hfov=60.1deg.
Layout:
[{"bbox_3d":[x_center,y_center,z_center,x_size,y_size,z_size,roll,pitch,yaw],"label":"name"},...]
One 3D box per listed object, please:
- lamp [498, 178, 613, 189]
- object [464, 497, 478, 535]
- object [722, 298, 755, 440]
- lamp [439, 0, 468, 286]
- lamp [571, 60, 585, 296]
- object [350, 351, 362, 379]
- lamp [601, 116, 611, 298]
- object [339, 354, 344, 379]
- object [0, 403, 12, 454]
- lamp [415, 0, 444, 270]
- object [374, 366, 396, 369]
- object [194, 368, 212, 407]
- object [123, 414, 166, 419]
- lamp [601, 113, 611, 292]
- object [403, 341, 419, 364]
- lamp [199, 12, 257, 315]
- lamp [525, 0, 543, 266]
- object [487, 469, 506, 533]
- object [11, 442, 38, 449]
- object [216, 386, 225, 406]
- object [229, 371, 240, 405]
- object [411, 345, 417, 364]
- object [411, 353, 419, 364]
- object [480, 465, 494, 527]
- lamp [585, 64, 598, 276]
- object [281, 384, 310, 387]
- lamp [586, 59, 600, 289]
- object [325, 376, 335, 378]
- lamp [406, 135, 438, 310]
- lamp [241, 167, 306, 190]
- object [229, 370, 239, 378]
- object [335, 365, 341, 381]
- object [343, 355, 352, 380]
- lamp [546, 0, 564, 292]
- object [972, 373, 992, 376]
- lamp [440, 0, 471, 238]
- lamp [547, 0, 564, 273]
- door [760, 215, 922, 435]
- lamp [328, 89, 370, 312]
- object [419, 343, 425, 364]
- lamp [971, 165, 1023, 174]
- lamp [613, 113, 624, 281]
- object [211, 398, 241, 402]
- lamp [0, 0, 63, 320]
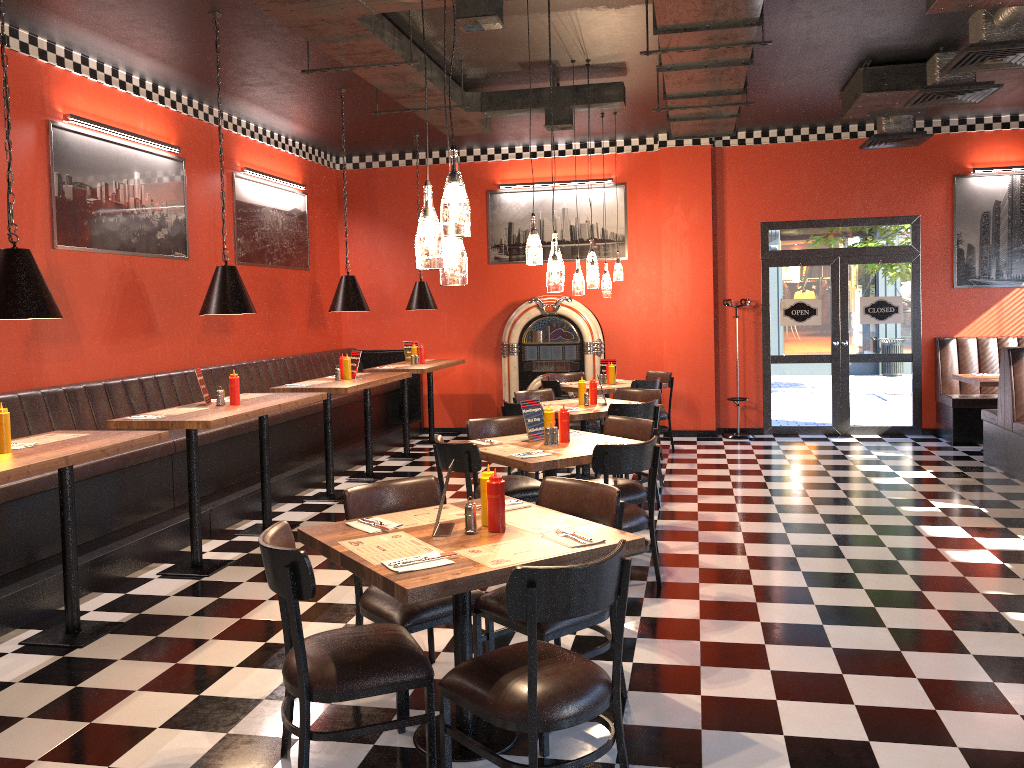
[{"bbox_3d":[0.541,-2.509,11.104,1.444,0.056,0.081,0,4,12],"label":"lamp"},{"bbox_3d":[-0.157,0.493,3.354,0.047,0.136,0.094,-1,3,2],"label":"object"},{"bbox_3d":[2.689,-0.187,10.568,0.374,1.655,0.375,0,3,34],"label":"object"},{"bbox_3d":[-0.245,-1.351,3.306,0.108,1.962,0.108,-3,3,-32],"label":"lamp"},{"bbox_3d":[0.536,-1.723,7.420,0.108,1.962,0.108,-1,3,23],"label":"lamp"},{"bbox_3d":[-1.477,-0.179,8.266,0.072,0.256,0.188,-3,4,-37],"label":"object"},{"bbox_3d":[1.002,-1.921,9.590,0.108,1.962,0.108,-2,2,-7],"label":"lamp"},{"bbox_3d":[-1.572,-0.165,8.234,0.068,0.237,0.068,-1,3,6],"label":"object"},{"bbox_3d":[-2.391,0.206,4.155,0.068,0.237,0.068,-2,3,-13],"label":"object"},{"bbox_3d":[-0.326,-1.399,3.210,0.108,1.962,0.108,-2,2,-1],"label":"lamp"},{"bbox_3d":[-1.364,-0.181,9.648,0.255,0.019,0.158,-1,5,9],"label":"object"},{"bbox_3d":[-2.145,0.019,6.152,0.072,0.256,0.188,-2,3,-9],"label":"object"},{"bbox_3d":[-2.243,0.200,5.465,0.255,0.019,0.158,-1,5,9],"label":"object"},{"bbox_3d":[0.989,-1.969,9.465,0.108,1.962,0.108,-3,3,-36],"label":"lamp"},{"bbox_3d":[-1.179,-0.373,10.442,0.188,0.256,0.072,-3,3,-28],"label":"object"},{"bbox_3d":[-1.983,-1.499,6.063,0.382,2.040,0.382,-3,3,-37],"label":"lamp"},{"bbox_3d":[0.114,-1.716,5.461,0.108,1.962,0.108,-2,2,-16],"label":"lamp"},{"bbox_3d":[-0.061,0.439,3.356,0.068,0.237,0.068,-3,3,-35],"label":"object"},{"bbox_3d":[-2.446,0.301,4.352,0.255,0.019,0.158,-1,5,9],"label":"object"},{"bbox_3d":[-2.008,0.081,6.102,0.047,0.136,0.094,-1,3,2],"label":"object"},{"bbox_3d":[-1.913,0.027,6.105,0.068,0.237,0.068,0,3,32],"label":"object"},{"bbox_3d":[-1.141,-0.357,10.349,0.068,0.237,0.068,-1,3,5],"label":"object"},{"bbox_3d":[-1.125,-0.295,10.230,0.094,0.136,0.047,-2,3,-8],"label":"object"},{"bbox_3d":[-0.088,0.432,3.446,0.068,0.237,0.068,0,3,26],"label":"object"},{"bbox_3d":[0.660,-1.907,7.533,0.108,1.962,0.108,-3,3,-32],"label":"lamp"},{"bbox_3d":[-1.825,0.009,7.564,0.255,0.019,0.158,-1,5,9],"label":"object"},{"bbox_3d":[0.657,-1.784,7.407,0.108,1.962,0.108,-2,2,-6],"label":"lamp"},{"bbox_3d":[-1.641,-0.072,8.465,0.255,0.019,0.158,-1,5,9],"label":"object"},{"bbox_3d":[-1.090,-1.893,10.400,0.382,2.040,0.382,-3,3,-37],"label":"lamp"},{"bbox_3d":[-2.649,-2.287,9.903,0.081,0.056,1.448,-1,5,12],"label":"lamp"},{"bbox_3d":[-1.940,0.020,6.194,0.068,0.237,0.068,-1,3,21],"label":"object"},{"bbox_3d":[-1.598,-0.102,8.120,0.047,0.136,0.094,-3,3,-23],"label":"object"},{"bbox_3d":[-1.516,-0.160,8.160,0.068,0.237,0.068,-1,3,1],"label":"object"},{"bbox_3d":[0.238,-1.537,5.340,0.108,1.962,0.108,-1,3,23],"label":"lamp"},{"bbox_3d":[4.996,-0.102,9.410,0.157,0.019,0.256,0,5,12],"label":"object"},{"bbox_3d":[-0.225,-1.507,3.126,0.108,1.962,0.108,-1,2,3],"label":"lamp"},{"bbox_3d":[0.247,-1.607,5.460,0.108,1.962,0.108,-3,3,-36],"label":"lamp"},{"bbox_3d":[3.902,-0.673,10.531,1.800,2.567,0.128,-1,2,12],"label":"door"},{"bbox_3d":[-1.541,-1.694,8.207,0.382,2.040,0.382,-3,3,-37],"label":"lamp"},{"bbox_3d":[-1.052,-0.357,10.320,0.068,0.237,0.068,-1,3,5],"label":"object"},{"bbox_3d":[5.559,-2.439,10.073,0.610,0.056,0.081,-1,4,12],"label":"lamp"},{"bbox_3d":[1.117,-2.084,9.455,0.108,1.962,0.108,1,3,44],"label":"lamp"},{"bbox_3d":[-2.071,0.114,6.416,0.255,0.019,0.158,-1,5,9],"label":"object"},{"bbox_3d":[-2.373,-1.326,4.167,0.382,2.040,0.382,-3,3,-37],"label":"lamp"}]
